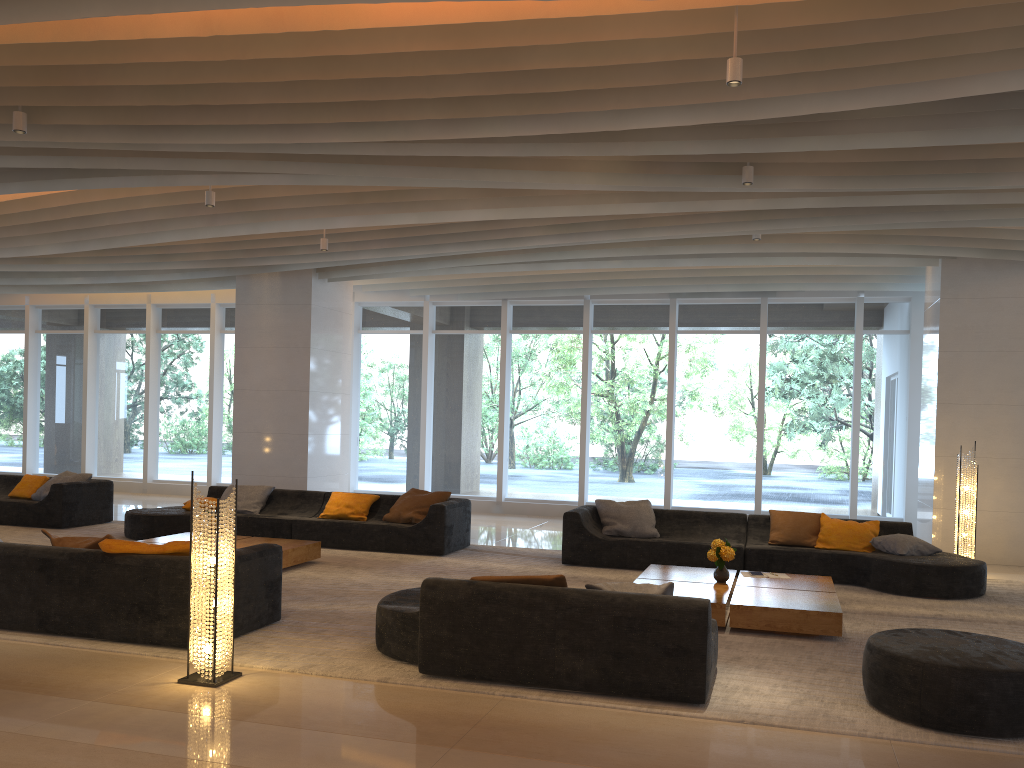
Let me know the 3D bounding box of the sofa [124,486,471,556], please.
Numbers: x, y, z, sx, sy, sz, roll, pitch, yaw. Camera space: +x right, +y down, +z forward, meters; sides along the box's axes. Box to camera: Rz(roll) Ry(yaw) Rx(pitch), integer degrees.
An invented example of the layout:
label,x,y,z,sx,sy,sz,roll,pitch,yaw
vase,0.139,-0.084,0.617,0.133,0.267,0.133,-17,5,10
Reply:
label,x,y,z,sx,sy,sz,roll,pitch,yaw
sofa,-2.617,1.592,10.541,4.107,0.583,1.364,1,-2,14

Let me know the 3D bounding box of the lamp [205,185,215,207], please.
label,x,y,z,sx,sy,sz,roll,pitch,yaw
lamp,-2.871,-2.454,8.477,0.090,1.507,0.088,1,1,-11

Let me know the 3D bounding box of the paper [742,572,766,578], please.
label,x,y,z,sx,sy,sz,roll,pitch,yaw
paper,2.133,1.682,7.825,0.185,0.001,0.258,1,-2,9

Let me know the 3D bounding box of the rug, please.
label,x,y,z,sx,sy,sz,roll,pitch,yaw
rug,-3.287,1.792,8.684,16.063,0.022,5.567,1,-2,16

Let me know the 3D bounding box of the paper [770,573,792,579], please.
label,x,y,z,sx,sy,sz,roll,pitch,yaw
paper,2.336,1.687,7.802,0.185,0.001,0.257,1,-2,3

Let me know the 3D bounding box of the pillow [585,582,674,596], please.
label,x,y,z,sx,sy,sz,roll,pitch,yaw
pillow,0.736,1.302,5.273,0.559,0.345,0.461,1,-1,15

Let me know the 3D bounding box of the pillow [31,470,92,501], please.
label,x,y,z,sx,sy,sz,roll,pitch,yaw
pillow,-5.990,1.358,11.783,0.627,0.378,0.557,0,-2,38

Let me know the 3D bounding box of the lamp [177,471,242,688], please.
label,x,y,z,sx,sy,sz,roll,pitch,yaw
lamp,-1.711,1.093,5.070,0.248,1.198,0.252,2,1,16

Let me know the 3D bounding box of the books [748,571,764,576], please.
label,x,y,z,sx,sy,sz,roll,pitch,yaw
books,2.153,1.674,7.827,0.111,0.011,0.182,1,-2,7

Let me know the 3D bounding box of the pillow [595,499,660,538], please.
label,x,y,z,sx,sy,sz,roll,pitch,yaw
pillow,1.268,1.476,9.792,0.641,0.378,0.545,2,-1,-6

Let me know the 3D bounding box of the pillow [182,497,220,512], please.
label,x,y,z,sx,sy,sz,roll,pitch,yaw
pillow,-3.849,1.500,10.997,0.454,0.193,0.580,2,-2,-19

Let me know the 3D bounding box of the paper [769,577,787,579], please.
label,x,y,z,sx,sy,sz,roll,pitch,yaw
paper,2.336,1.687,7.802,0.190,0.001,0.260,1,-2,4

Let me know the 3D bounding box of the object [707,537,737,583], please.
label,x,y,z,sx,sy,sz,roll,pitch,yaw
object,1.748,1.467,7.400,0.233,0.377,0.268,2,0,18

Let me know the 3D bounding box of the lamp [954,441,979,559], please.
label,x,y,z,sx,sy,sz,roll,pitch,yaw
lamp,4.890,1.337,9.551,0.248,1.451,0.252,2,1,16

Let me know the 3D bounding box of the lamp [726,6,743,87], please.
label,x,y,z,sx,sy,sz,roll,pitch,yaw
lamp,1.300,-2.479,5.095,0.090,1.507,0.087,1,1,-29

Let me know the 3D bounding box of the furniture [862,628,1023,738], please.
label,x,y,z,sx,sy,sz,roll,pitch,yaw
furniture,2.437,1.606,4.847,0.970,0.364,0.997,1,-2,26

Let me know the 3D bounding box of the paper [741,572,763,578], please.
label,x,y,z,sx,sy,sz,roll,pitch,yaw
paper,2.127,1.682,7.823,0.196,0.001,0.264,1,-2,8

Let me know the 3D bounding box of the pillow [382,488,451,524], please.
label,x,y,z,sx,sy,sz,roll,pitch,yaw
pillow,-1.121,1.437,10.447,0.627,0.378,0.557,0,-2,38

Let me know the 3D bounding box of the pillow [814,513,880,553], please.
label,x,y,z,sx,sy,sz,roll,pitch,yaw
pillow,3.444,1.551,9.107,0.599,0.403,0.481,1,-1,23

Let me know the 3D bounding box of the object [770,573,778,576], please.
label,x,y,z,sx,sy,sz,roll,pitch,yaw
object,2.282,1.678,7.805,0.105,0.014,0.180,2,-2,-2

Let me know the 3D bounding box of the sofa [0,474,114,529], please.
label,x,y,z,sx,sy,sz,roll,pitch,yaw
sofa,-7.269,1.523,11.994,3.741,0.582,0.951,1,-2,15

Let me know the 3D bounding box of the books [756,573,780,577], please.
label,x,y,z,sx,sy,sz,roll,pitch,yaw
books,2.229,1.680,7.802,0.212,0.011,0.181,2,-2,-3

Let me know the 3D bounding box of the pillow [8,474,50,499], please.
label,x,y,z,sx,sy,sz,roll,pitch,yaw
pillow,-6.486,1.377,11.903,0.403,0.312,0.325,1,-1,18

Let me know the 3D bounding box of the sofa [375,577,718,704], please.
label,x,y,z,sx,sy,sz,roll,pitch,yaw
sofa,0.173,1.469,5.665,2.231,0.577,1.368,1,-2,16

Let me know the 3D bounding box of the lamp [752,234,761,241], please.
label,x,y,z,sx,sy,sz,roll,pitch,yaw
lamp,2.591,-2.268,9.305,0.090,1.507,0.087,1,1,-29

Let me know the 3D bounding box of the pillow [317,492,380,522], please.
label,x,y,z,sx,sy,sz,roll,pitch,yaw
pillow,-1.962,1.498,10.593,0.631,0.394,0.454,1,-1,15

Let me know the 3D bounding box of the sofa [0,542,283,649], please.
label,x,y,z,sx,sy,sz,roll,pitch,yaw
sofa,-3.600,1.396,6.512,3.741,0.582,0.951,1,-2,15

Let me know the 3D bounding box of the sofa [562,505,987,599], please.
label,x,y,z,sx,sy,sz,roll,pitch,yaw
sofa,2.617,1.683,9.249,4.129,0.582,1.356,1,-2,22

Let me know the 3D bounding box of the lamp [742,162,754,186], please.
label,x,y,z,sx,sy,sz,roll,pitch,yaw
lamp,1.932,-2.374,7.186,0.090,1.507,0.087,1,1,-29

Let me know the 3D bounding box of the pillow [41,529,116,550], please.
label,x,y,z,sx,sy,sz,roll,pitch,yaw
pillow,-2.994,1.232,6.279,0.595,0.410,0.449,1,-1,18

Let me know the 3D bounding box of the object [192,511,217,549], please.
label,x,y,z,sx,sy,sz,roll,pitch,yaw
object,-2.918,1.379,8.416,0.261,0.377,0.240,1,0,38

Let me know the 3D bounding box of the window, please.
label,x,y,z,sx,sy,sz,roll,pitch,yaw
window,-3.923,0.124,13.271,55.056,3.221,21.915,2,-2,-19

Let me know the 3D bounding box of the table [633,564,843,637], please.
label,x,y,z,sx,sy,sz,roll,pitch,yaw
table,1.818,1.762,7.281,1.585,0.220,1.617,1,-2,16

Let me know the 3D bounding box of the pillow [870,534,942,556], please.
label,x,y,z,sx,sy,sz,roll,pitch,yaw
pillow,3.921,1.614,8.835,0.594,0.209,0.433,3,-2,-24

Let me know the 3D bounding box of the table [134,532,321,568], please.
label,x,y,z,sx,sy,sz,roll,pitch,yaw
table,-2.975,1.684,8.596,1.585,0.220,1.617,1,-2,16

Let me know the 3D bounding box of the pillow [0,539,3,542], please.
label,x,y,z,sx,sy,sz,roll,pitch,yaw
pillow,-3.989,1.254,6.553,0.580,0.377,0.425,1,-1,18

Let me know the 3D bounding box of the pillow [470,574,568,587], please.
label,x,y,z,sx,sy,sz,roll,pitch,yaw
pillow,0.093,1.293,5.337,0.598,0.392,0.401,1,-1,19

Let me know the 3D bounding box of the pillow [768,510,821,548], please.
label,x,y,z,sx,sy,sz,roll,pitch,yaw
pillow,2.982,1.530,9.295,0.571,0.374,0.373,1,-1,15

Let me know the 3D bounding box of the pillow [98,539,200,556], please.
label,x,y,z,sx,sy,sz,roll,pitch,yaw
pillow,-2.401,1.218,6.040,0.641,0.378,0.545,2,-1,-6

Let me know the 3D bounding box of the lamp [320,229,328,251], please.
label,x,y,z,sx,sy,sz,roll,pitch,yaw
lamp,-2.223,-2.348,10.580,0.089,1.507,0.089,2,1,7

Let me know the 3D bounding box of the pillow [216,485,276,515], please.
label,x,y,z,sx,sy,sz,roll,pitch,yaw
pillow,-3.318,1.458,10.963,0.658,0.417,0.466,1,-1,16

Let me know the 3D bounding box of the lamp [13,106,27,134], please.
label,x,y,z,sx,sy,sz,roll,pitch,yaw
lamp,-3.514,-2.560,6.357,0.089,1.507,0.089,2,1,7
